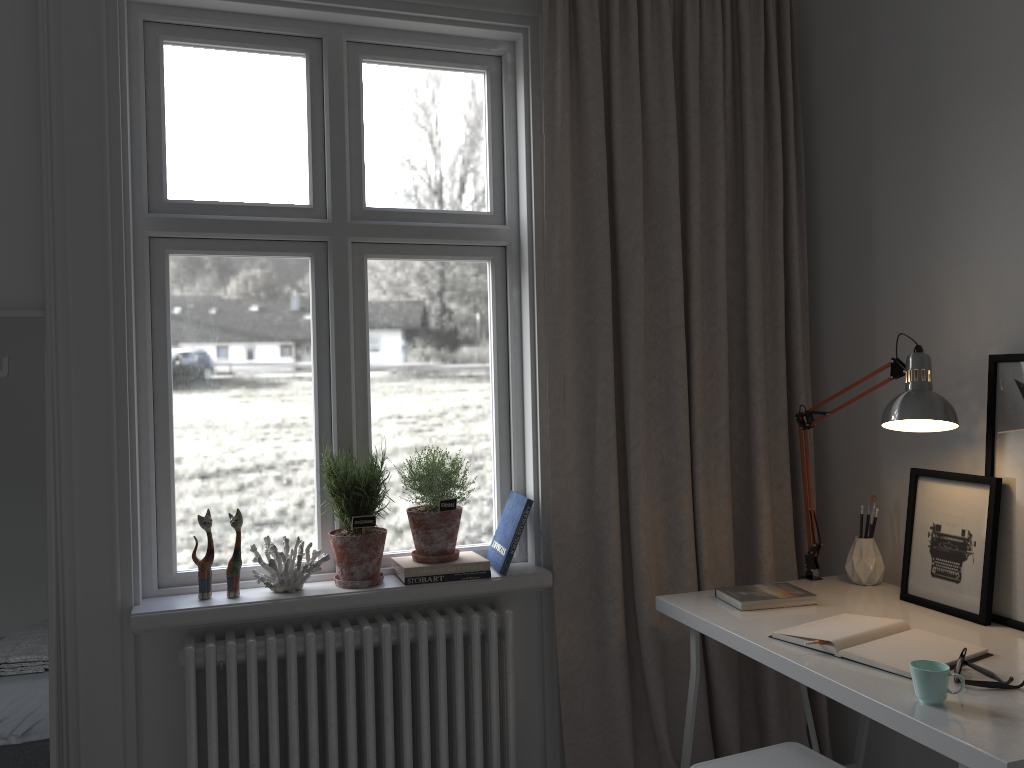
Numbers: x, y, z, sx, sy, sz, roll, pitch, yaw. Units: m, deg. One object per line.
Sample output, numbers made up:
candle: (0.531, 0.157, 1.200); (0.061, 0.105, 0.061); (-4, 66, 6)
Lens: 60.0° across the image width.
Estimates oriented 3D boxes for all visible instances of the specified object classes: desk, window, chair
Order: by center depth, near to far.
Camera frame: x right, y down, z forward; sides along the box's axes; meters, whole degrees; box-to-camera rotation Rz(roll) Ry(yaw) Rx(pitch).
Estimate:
chair: (0.571, 1.071, 1.813); (0.409, 0.527, 0.407); (-2, 0, -24)
desk: (0.869, 0.940, 1.928); (0.641, 0.776, 1.163); (-1, 0, -19)
window: (-0.480, -0.221, 2.469); (1.047, 1.536, 0.079); (-1, 0, -19)

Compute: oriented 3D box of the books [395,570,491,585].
books: (-0.195, 0.518, 2.448); (0.245, 0.022, 0.156); (-1, 0, -15)

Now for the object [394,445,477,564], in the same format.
object: (-0.202, 0.324, 2.437); (0.220, 0.318, 0.210); (-1, 0, 19)

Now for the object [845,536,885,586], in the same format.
object: (0.967, 0.483, 2.429); (0.101, 0.126, 0.101); (-1, 0, -19)

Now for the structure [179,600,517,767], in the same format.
structure: (-0.415, 0.918, 2.346); (0.935, 0.600, 0.216); (-2, 0, -19)

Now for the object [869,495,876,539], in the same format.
object: (0.983, 0.424, 2.430); (0.028, 0.239, 0.023); (-1, 0, -22)

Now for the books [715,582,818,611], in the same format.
books: (0.647, 0.542, 2.269); (0.207, 0.024, 0.149); (-1, 0, -12)

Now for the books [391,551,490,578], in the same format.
books: (-0.199, 0.495, 2.441); (0.246, 0.025, 0.157); (-2, 0, -16)

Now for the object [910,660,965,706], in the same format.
object: (0.737, 0.527, 1.549); (0.064, 0.065, 0.082); (-2, 0, -20)

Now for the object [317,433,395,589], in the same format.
object: (-0.416, 0.330, 2.366); (0.183, 0.410, 0.199); (-1, 0, 32)

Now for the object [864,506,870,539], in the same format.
object: (0.973, 0.441, 2.442); (0.054, 0.207, 0.008); (-2, 0, -32)

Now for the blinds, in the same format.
blinds: (0.516, -0.009, 2.524); (0.831, 2.680, 0.225); (-1, 0, -19)

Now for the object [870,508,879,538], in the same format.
object: (0.977, 0.440, 2.418); (0.008, 0.207, 0.054); (-2, 0, -36)

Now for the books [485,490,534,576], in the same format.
books: (-0.009, 0.417, 2.508); (0.101, 0.211, 0.175); (-1, 0, -15)

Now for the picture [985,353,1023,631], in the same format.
picture: (1.190, 0.239, 1.839); (0.062, 0.614, 0.493); (-1, 0, -19)

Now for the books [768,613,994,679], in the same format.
books: (0.758, 0.541, 1.871); (0.291, 0.029, 0.358); (-2, 1, -33)

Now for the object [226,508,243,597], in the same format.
object: (-0.705, 0.428, 2.266); (0.045, 0.224, 0.052); (-1, 0, 22)

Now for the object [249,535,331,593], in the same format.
object: (-0.579, 0.470, 2.301); (0.212, 0.149, 0.186); (-1, 0, -10)

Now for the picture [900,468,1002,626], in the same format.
picture: (1.050, 0.380, 2.134); (0.062, 0.333, 0.261); (-1, 0, -19)

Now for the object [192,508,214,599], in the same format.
object: (-0.785, 0.430, 2.259); (0.045, 0.224, 0.052); (-2, 0, -43)

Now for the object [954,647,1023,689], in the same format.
object: (0.868, 0.532, 1.648); (0.114, 0.047, 0.133); (-2, 1, -31)

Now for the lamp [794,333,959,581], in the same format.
lamp: (0.875, 0.250, 2.257); (0.164, 0.745, 0.568); (-1, 0, -23)

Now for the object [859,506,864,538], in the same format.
object: (0.960, 0.441, 2.442); (0.008, 0.207, 0.054); (-1, 0, 36)

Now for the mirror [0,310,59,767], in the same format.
mirror: (-1.388, 0.609, 1.976); (0.669, 1.554, 0.145); (-1, 0, -19)
